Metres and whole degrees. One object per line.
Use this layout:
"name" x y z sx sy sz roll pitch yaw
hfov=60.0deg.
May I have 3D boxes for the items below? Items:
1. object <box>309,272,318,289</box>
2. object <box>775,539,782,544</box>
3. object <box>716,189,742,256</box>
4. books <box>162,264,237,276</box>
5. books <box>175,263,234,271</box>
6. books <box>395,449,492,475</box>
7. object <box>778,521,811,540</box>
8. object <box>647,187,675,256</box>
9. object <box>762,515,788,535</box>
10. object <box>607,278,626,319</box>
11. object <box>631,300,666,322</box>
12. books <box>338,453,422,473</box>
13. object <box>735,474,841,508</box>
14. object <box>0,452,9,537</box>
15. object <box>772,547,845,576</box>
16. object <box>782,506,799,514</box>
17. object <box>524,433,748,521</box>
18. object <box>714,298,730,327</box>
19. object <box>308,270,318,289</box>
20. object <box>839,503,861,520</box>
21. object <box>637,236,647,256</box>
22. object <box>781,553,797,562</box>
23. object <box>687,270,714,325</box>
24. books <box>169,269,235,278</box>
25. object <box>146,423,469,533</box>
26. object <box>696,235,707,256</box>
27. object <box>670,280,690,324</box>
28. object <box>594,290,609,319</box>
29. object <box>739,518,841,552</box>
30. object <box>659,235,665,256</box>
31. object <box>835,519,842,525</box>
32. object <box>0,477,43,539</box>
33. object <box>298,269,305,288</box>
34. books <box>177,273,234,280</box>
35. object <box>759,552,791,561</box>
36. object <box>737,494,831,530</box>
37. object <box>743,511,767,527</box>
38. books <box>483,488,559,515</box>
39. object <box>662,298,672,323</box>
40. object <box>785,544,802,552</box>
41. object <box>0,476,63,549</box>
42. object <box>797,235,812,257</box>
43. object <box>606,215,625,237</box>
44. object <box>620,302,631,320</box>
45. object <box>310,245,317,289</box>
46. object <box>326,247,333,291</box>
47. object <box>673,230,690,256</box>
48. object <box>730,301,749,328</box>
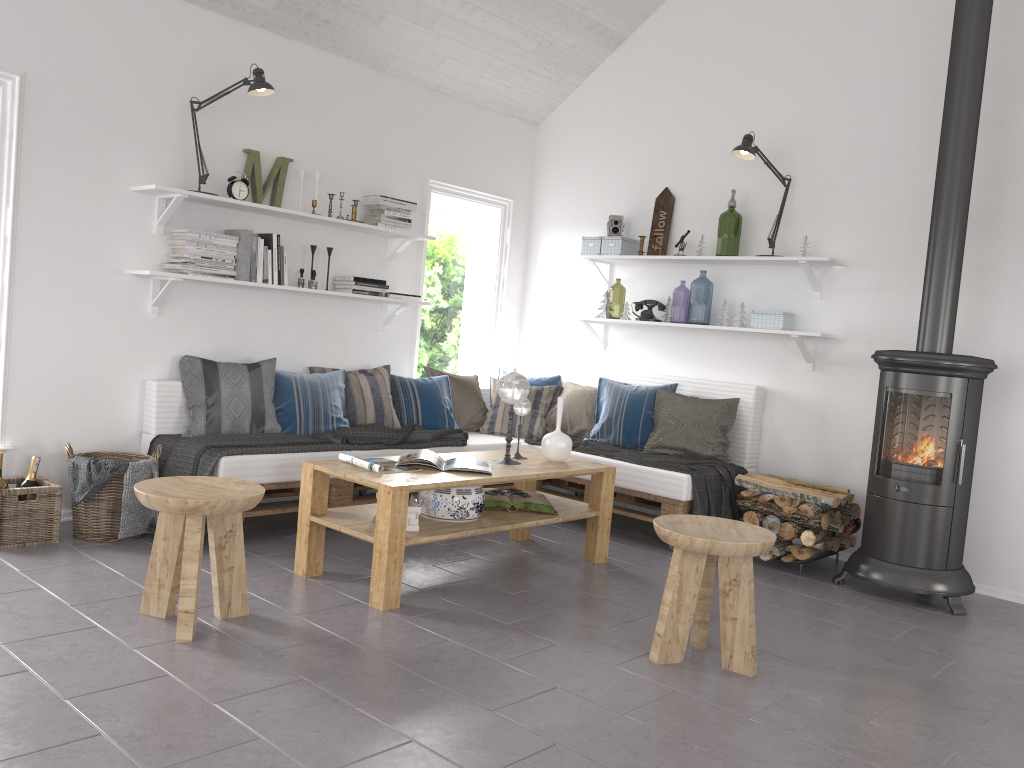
"object" -1.128 -0.585 5.040 0.032 0.102 0.058 8 4 37
"object" 1.485 0.850 4.804 0.057 0.050 0.561 8 4 42
"object" 1.309 -0.960 5.321 0.136 0.415 0.136 4 3 -15
"books" -1.630 -0.595 4.623 0.176 0.025 0.331 8 4 42
"books" -1.610 -0.613 4.642 0.161 0.013 0.254 8 4 42
"books" -0.302 0.345 3.976 0.422 0.049 0.300 5 3 -3
"object" 1.579 0.760 4.736 0.102 0.102 0.561 8 4 41
"object" 0.973 -1.047 5.786 0.053 0.480 0.154 2 4 -43
"object" 1.504 0.739 4.804 0.110 0.109 0.463 8 4 40
"object" 0.690 -0.560 5.848 0.111 0.270 0.111 3 4 -30
"object" 0.877 -0.471 5.712 0.171 0.146 0.203 4 4 -24
"books" -0.567 0.337 3.816 0.229 0.043 0.300 2 5 -44
"object" 1.432 0.558 4.655 0.571 0.079 0.115 8 5 43
"object" -2.280 0.490 3.922 0.095 0.377 0.095 4 3 -12
"object" 1.519 0.909 4.816 0.456 0.118 0.478 8 4 42
"object" 1.562 0.635 4.694 0.059 0.048 0.529 8 4 42
"object" 0.692 0.606 5.343 1.449 0.508 0.716 7 4 32
"object" 1.288 -0.434 5.392 0.103 0.178 0.097 5 3 5
"object" -1.142 -0.597 5.095 0.058 0.117 0.032 3 4 -37
"object" 1.660 0.661 4.886 0.483 0.097 0.123 8 5 44
"object" 0.840 -0.893 5.742 0.085 0.152 0.085 4 4 -24
"object" 1.590 0.896 4.748 0.096 0.067 0.467 8 4 42
"object" 1.156 -0.527 5.427 0.137 0.335 0.137 7 4 31
"books" -1.617 -0.575 4.626 0.159 0.012 0.285 8 4 42
"object" -1.036 0.475 4.814 0.685 0.533 1.892 8 4 41
"object" 1.159 -0.844 5.419 0.075 0.147 0.075 6 3 9
"object" 1.054 -0.509 5.529 0.111 0.270 0.111 3 4 -30
"object" 0.631 -0.532 5.926 0.107 0.195 0.113 2 4 -41
"object" 1.478 0.804 4.756 0.539 0.070 0.101 8 5 43
"object" 0.951 -0.877 5.665 0.052 0.148 0.052 5 3 4
"object" 1.532 0.694 4.770 0.467 0.067 0.098 8 5 43
"object" -2.162 0.530 3.875 0.095 0.332 0.284 6 4 21
"object" -1.201 -0.600 5.056 0.032 0.117 0.058 6 3 16
"books" -1.610 -0.562 4.641 0.161 0.012 0.254 8 4 42
"object" 1.503 0.891 4.803 0.095 0.063 0.562 8 5 43
"object" 1.411 0.666 4.634 0.480 0.104 0.126 8 5 44
"object" 1.436 0.729 4.899 0.103 0.107 0.516 8 4 41
"books" -0.014 0.552 4.306 0.445 0.079 0.301 5 3 -7
"object" 0.999 -0.474 5.662 0.007 0.176 0.127 2 4 -42
"object" 1.571 0.850 4.724 0.046 0.033 0.425 8 4 42
"object" -2.196 0.570 3.930 0.276 0.270 0.276 8 4 42
"object" 1.657 -0.774 5.014 0.072 0.142 0.073 4 3 -15
"object" 0.697 -1.051 5.949 0.121 0.157 0.117 5 3 2
"object" 0.740 -0.476 5.748 0.072 0.124 0.068 7 4 27
"object" -1.159 -0.673 5.140 0.085 0.259 0.085 6 3 11
"object" -1.075 -0.668 5.191 0.085 0.259 0.085 6 3 11
"object" 1.065 -0.873 5.572 0.092 0.172 0.177 6 3 10
"object" 1.363 -0.413 5.281 0.093 0.161 0.088 2 4 -38
